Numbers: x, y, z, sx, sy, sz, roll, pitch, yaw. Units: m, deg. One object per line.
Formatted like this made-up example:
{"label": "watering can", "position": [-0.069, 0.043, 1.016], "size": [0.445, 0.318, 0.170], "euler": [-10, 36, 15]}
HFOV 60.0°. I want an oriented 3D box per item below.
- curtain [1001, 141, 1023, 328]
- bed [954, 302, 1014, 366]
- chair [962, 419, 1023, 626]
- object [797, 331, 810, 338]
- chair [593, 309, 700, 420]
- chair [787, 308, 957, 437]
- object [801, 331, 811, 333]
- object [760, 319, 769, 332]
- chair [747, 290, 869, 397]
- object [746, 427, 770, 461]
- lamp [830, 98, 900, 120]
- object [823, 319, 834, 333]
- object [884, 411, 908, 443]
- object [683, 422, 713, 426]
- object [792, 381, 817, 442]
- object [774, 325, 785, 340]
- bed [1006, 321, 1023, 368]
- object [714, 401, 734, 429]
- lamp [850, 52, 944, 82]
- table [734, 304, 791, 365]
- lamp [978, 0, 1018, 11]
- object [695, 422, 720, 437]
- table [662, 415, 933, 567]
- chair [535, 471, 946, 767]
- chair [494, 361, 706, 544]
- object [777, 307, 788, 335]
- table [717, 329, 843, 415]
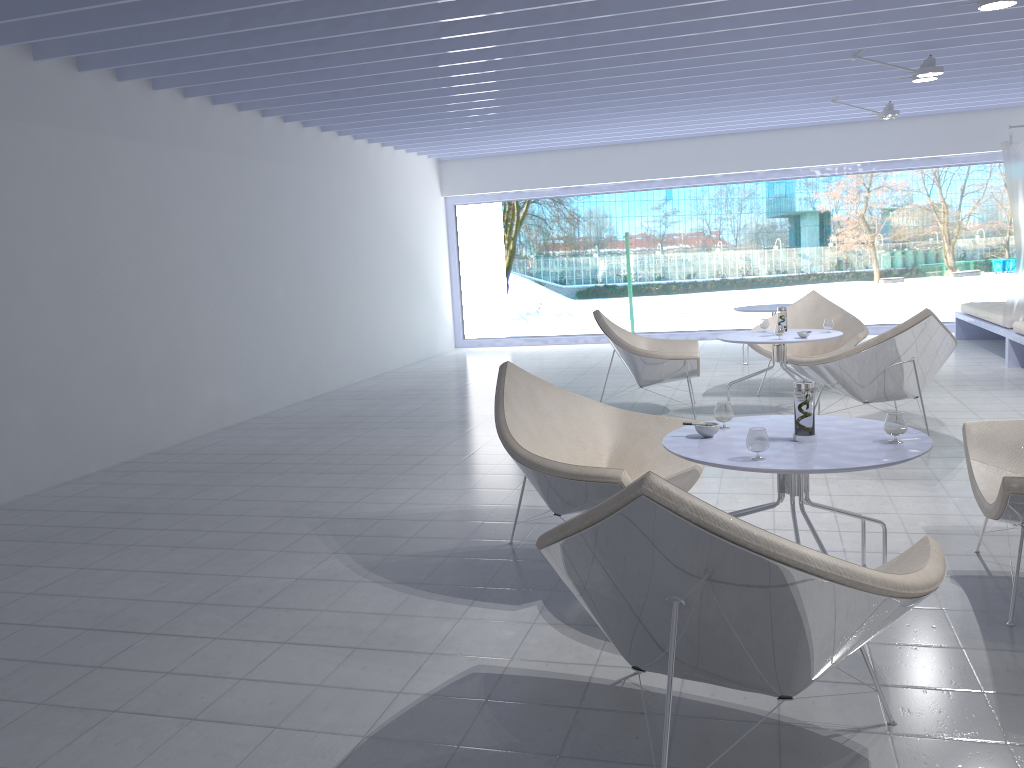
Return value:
{"label": "curtain", "position": [5.022, -1.256, 7.075], "size": [2.050, 1.552, 0.151], "euler": [-1, 8, 16]}
{"label": "bed", "position": [5.439, -0.540, 8.228], "size": [2.022, 0.422, 2.200], "euler": [-1, 8, 16]}
{"label": "chair", "position": [1.879, 0.285, 2.768], "size": [0.753, 0.759, 0.906], "euler": [-1, 9, 20]}
{"label": "object", "position": [1.892, -0.320, 5.751], "size": [0.082, 0.043, 0.082], "euler": [-6, 8, -15]}
{"label": "chair", "position": [0.961, -0.173, 6.363], "size": [0.753, 0.759, 0.906], "euler": [-2, 8, 12]}
{"label": "chair", "position": [2.191, -0.077, 5.171], "size": [0.906, 0.759, 0.753], "euler": [-5, 8, -13]}
{"label": "object", "position": [1.896, -0.335, 5.717], "size": [0.012, 0.016, 0.098], "euler": [-6, 9, -17]}
{"label": "object", "position": [1.797, -0.418, 6.311], "size": [0.068, 0.091, 0.068], "euler": [3, 10, 38]}
{"label": "chair", "position": [2.318, -0.337, 6.937], "size": [0.906, 0.759, 0.753], "euler": [1, 9, 26]}
{"label": "object", "position": [0.723, 0.176, 2.611], "size": [0.068, 0.091, 0.068], "euler": [-3, 8, 6]}
{"label": "lamp", "position": [3.281, -2.575, 8.265], "size": [0.587, 0.218, 0.380], "euler": [-1, 8, 16]}
{"label": "object", "position": [2.139, -0.394, 5.994], "size": [0.068, 0.091, 0.068], "euler": [-2, 8, 9]}
{"label": "object", "position": [1.176, 0.133, 2.719], "size": [0.068, 0.091, 0.068], "euler": [-3, 8, 6]}
{"label": "object", "position": [0.622, 0.135, 2.968], "size": [0.098, 0.016, 0.012], "euler": [-1, 8, 16]}
{"label": "object", "position": [0.928, 0.087, 2.815], "size": [0.075, 0.185, 0.075], "euler": [-7, 9, -20]}
{"label": "object", "position": [1.735, -0.334, 5.750], "size": [0.068, 0.091, 0.068], "euler": [5, 11, 44]}
{"label": "bed", "position": [4.821, -0.206, 6.133], "size": [2.016, 0.427, 2.200], "euler": [-1, 8, 16]}
{"label": "object", "position": [0.736, 0.107, 3.082], "size": [0.068, 0.091, 0.068], "euler": [-3, 8, 6]}
{"label": "lamp", "position": [2.706, -2.254, 6.261], "size": [0.587, 0.218, 0.380], "euler": [-1, 8, 16]}
{"label": "table", "position": [2.594, -0.486, 8.664], "size": [0.823, 0.534, 0.825], "euler": [-8, 9, -26]}
{"label": "lamp", "position": [2.137, -1.936, 4.276], "size": [0.587, 0.218, 0.380], "euler": [-1, 8, 16]}
{"label": "object", "position": [0.652, 0.155, 2.958], "size": [0.082, 0.043, 0.082], "euler": [-1, 9, 18]}
{"label": "table", "position": [0.918, 0.439, 2.898], "size": [0.825, 0.534, 0.823], "euler": [-4, 8, -7]}
{"label": "chair", "position": [0.443, 0.486, 1.969], "size": [0.906, 0.759, 0.753], "euler": [1, 9, 31]}
{"label": "chair", "position": [0.279, 0.292, 3.402], "size": [0.753, 0.759, 0.906], "euler": [2, 10, 33]}
{"label": "object", "position": [1.843, -0.432, 6.046], "size": [0.075, 0.189, 0.075], "euler": [-2, 8, 8]}
{"label": "table", "position": [1.834, -0.071, 6.081], "size": [0.825, 0.534, 0.823], "euler": [-2, 8, 7]}
